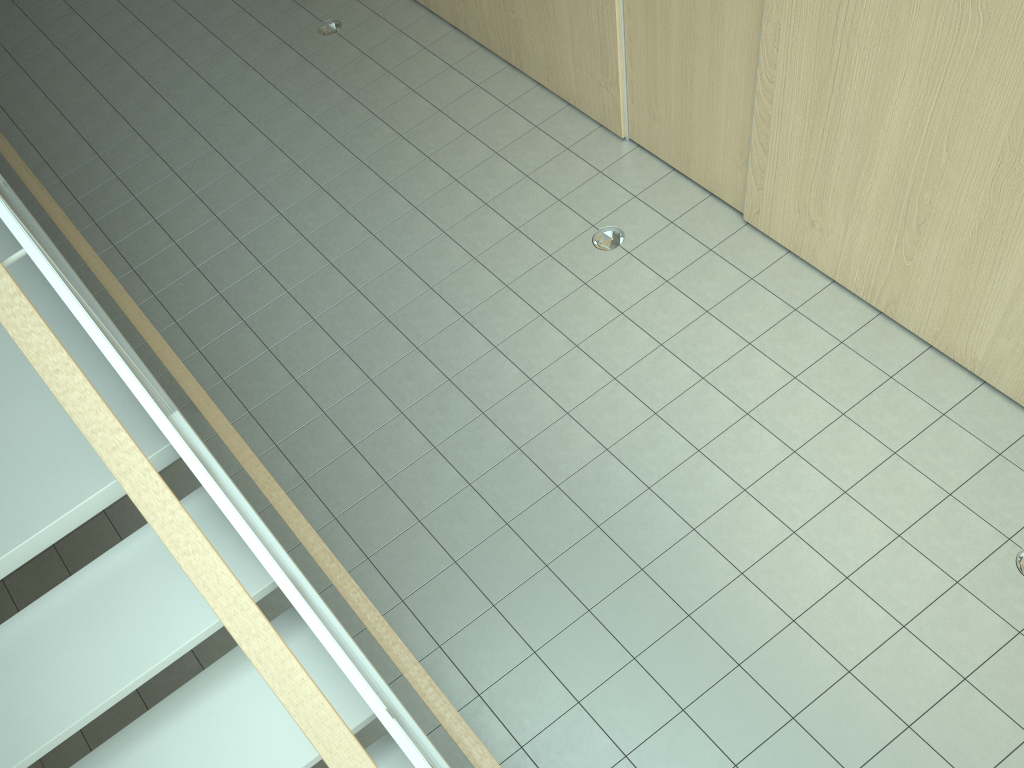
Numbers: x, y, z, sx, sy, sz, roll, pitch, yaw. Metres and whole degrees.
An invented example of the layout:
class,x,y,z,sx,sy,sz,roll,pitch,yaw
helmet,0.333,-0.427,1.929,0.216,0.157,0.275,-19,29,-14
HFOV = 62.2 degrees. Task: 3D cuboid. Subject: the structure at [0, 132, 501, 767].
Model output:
class,x,y,z,sx,sy,sz,roll,pitch,yaw
structure,-2.536,-0.368,2.940,1.819,4.843,11.482,-38,60,-17
